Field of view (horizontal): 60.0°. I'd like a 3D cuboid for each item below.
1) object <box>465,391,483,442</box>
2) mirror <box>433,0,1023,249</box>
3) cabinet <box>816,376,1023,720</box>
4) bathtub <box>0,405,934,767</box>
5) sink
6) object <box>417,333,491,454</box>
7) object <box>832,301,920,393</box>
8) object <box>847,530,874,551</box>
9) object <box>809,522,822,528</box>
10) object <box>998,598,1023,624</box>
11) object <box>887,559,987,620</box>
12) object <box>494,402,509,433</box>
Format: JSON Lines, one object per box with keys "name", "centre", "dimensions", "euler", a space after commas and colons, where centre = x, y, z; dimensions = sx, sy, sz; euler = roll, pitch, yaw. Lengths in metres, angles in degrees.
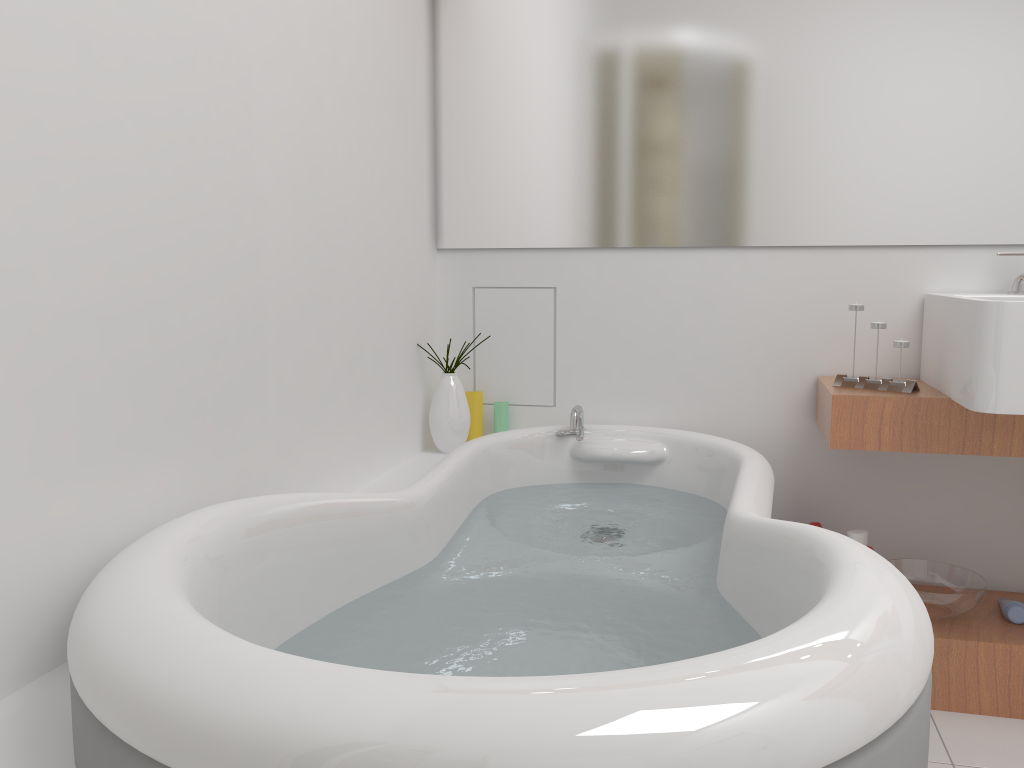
{"name": "object", "centre": [-0.108, 0.102, 2.515], "dimensions": [0.047, 0.162, 0.047], "euler": [6, 10, 40]}
{"name": "mirror", "centre": [1.028, -0.786, 2.151], "dimensions": [2.600, 0.887, 0.022], "euler": [2, 8, 14]}
{"name": "cabinet", "centre": [1.441, 0.379, 2.009], "dimensions": [1.635, 0.719, 0.355], "euler": [2, 8, 14]}
{"name": "bathtub", "centre": [0.069, 0.467, 1.596], "dimensions": [1.055, 0.674, 1.863], "euler": [2, 8, 14]}
{"name": "sink", "centre": [1.283, 0.022, 1.908], "dimensions": [0.657, 0.673, 0.552], "euler": [2, 8, 14]}
{"name": "object", "centre": [-0.153, 0.030, 2.405], "dimensions": [0.154, 0.326, 0.215], "euler": [7, 10, 44]}
{"name": "object", "centre": [0.847, -0.089, 2.055], "dimensions": [0.182, 0.203, 0.059], "euler": [7, 10, 44]}
{"name": "object", "centre": [0.816, 0.451, 2.108], "dimensions": [0.079, 0.207, 0.046], "euler": [-3, 8, -21]}
{"name": "object", "centre": [0.760, 0.441, 2.241], "dimensions": [0.092, 0.190, 0.044], "euler": [-3, 8, -19]}
{"name": "object", "centre": [1.204, 0.526, 2.125], "dimensions": [0.059, 0.052, 0.187], "euler": [3, 8, 25]}
{"name": "object", "centre": [0.994, 0.501, 2.123], "dimensions": [0.245, 0.090, 0.245], "euler": [-2, 8, -14]}
{"name": "object", "centre": [-0.030, 0.116, 2.498], "dimensions": [0.038, 0.133, 0.038], "euler": [-7, 10, -42]}
